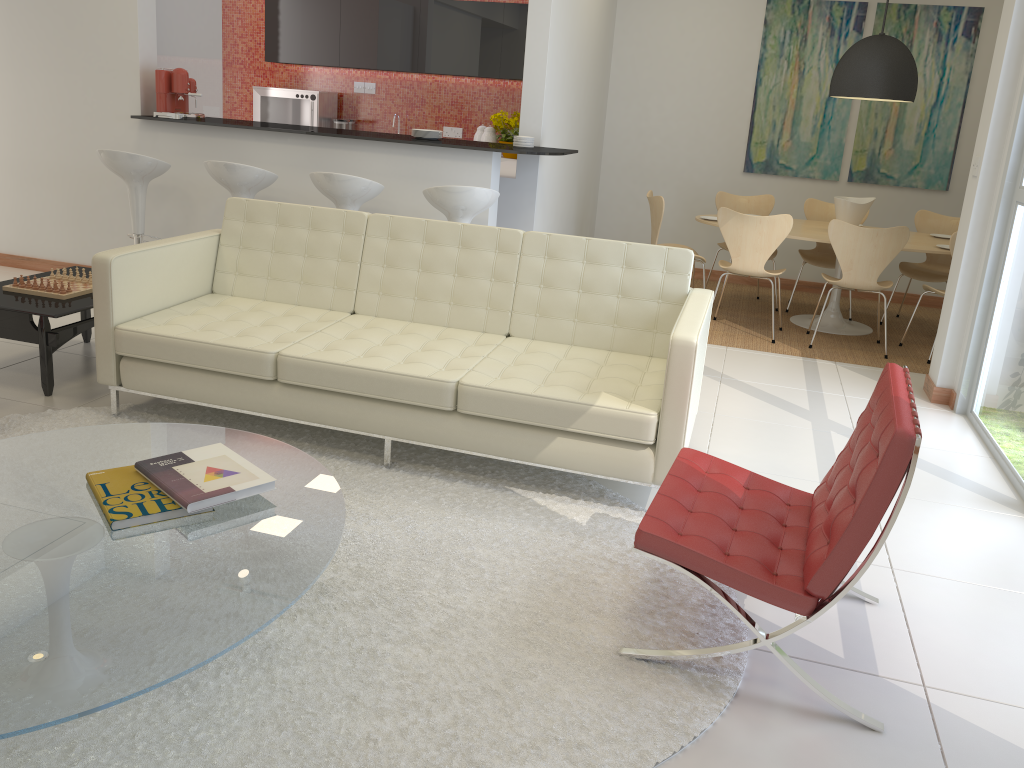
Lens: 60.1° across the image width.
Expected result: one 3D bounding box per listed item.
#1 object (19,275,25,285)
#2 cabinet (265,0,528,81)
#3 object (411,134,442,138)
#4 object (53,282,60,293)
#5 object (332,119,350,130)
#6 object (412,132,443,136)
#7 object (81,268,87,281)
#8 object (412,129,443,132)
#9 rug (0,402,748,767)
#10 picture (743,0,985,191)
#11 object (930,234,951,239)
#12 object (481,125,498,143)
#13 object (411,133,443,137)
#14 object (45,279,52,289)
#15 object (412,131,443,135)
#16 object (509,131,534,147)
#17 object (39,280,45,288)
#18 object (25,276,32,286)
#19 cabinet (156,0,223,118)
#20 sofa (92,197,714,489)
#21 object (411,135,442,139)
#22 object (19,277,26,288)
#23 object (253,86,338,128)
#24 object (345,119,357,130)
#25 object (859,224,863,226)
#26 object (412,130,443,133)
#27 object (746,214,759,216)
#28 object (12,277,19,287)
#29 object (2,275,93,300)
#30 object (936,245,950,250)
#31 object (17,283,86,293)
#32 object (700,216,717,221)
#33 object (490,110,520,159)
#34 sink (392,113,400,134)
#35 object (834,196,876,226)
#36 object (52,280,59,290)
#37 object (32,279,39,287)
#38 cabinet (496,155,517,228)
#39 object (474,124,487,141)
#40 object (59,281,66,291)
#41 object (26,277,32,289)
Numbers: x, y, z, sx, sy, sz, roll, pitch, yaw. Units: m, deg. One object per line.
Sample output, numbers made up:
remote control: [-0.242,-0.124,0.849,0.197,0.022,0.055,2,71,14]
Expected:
object: [-2.432,-0.517,4.391,0.030,0.049,0.030,11,17,21]
cabinet: [-0.820,-3.304,8.439,3.249,0.650,0.356,9,16,14]
object: [-0.575,-1.675,5.993,0.211,0.015,0.213,-6,21,-30]
object: [-2.213,-0.471,4.295,0.030,0.051,0.030,11,17,21]
object: [-1.687,-2.497,8.728,0.173,0.212,0.173,15,19,32]
object: [-0.574,-1.689,5.989,0.211,0.015,0.213,-6,21,-30]
object: [-2.213,-0.567,4.575,0.030,0.063,0.030,11,17,21]
object: [-0.573,-1.709,5.984,0.211,0.015,0.213,-6,21,-30]
rug: [-0.903,0.524,3.008,3.335,0.004,2.475,9,18,15]
picture: [3.000,-2.517,7.685,1.742,1.485,0.020,9,15,14]
object: [3.353,-1.141,6.864,0.210,0.015,0.214,2,18,-7]
object: [-0.214,-2.288,8.323,0.159,0.279,0.162,-2,17,-23]
object: [-0.575,-1.682,5.991,0.211,0.015,0.213,-6,21,-30]
object: [-2.279,-0.493,4.352,0.030,0.049,0.030,11,17,21]
object: [-0.574,-1.695,5.987,0.211,0.015,0.213,-6,21,-30]
object: [0.063,-1.637,5.910,0.173,0.096,0.142,7,17,7]
object: [-2.317,-0.499,4.362,0.030,0.049,0.030,11,17,21]
object: [-2.394,-0.511,4.382,0.030,0.049,0.030,11,17,21]
cabinet: [-3.319,-2.251,7.025,1.640,2.487,1.071,9,16,14]
sofa: [-0.457,-0.230,3.969,2.570,0.909,1.014,9,17,14]
object: [-0.576,-1.669,5.994,0.211,0.015,0.213,-6,21,-30]
object: [-2.405,-0.501,4.344,0.030,0.051,0.030,11,17,21]
object: [-2.177,-2.711,8.872,0.723,0.464,0.441,9,17,14]
object: [-1.662,-2.568,8.956,0.173,0.212,0.173,15,19,32]
object: [2.744,-1.296,7.201,0.211,0.015,0.212,15,21,30]
object: [-0.573,-1.702,5.986,0.211,0.015,0.213,-6,21,-30]
object: [1.954,-1.371,7.246,0.212,0.015,0.212,17,22,35]
object: [-2.443,-0.503,4.355,0.030,0.043,0.030,11,17,21]
object: [-2.273,-0.491,4.459,0.361,0.021,0.365,9,18,14]
object: [3.094,-0.955,6.222,0.210,0.015,0.213,-2,19,-20]
object: [-2.272,-0.501,4.456,0.347,0.001,0.354,9,18,14]
object: [1.565,-1.281,6.873,0.212,0.015,0.212,17,22,35]
object: [0.039,-2.331,8.236,0.523,0.442,0.509,9,17,16]
sink: [-1.162,-2.383,8.691,0.810,0.530,0.422,9,17,14]
object: [2.555,-1.280,6.683,0.262,0.276,0.274,-9,21,-38]
object: [-2.240,-0.487,4.342,0.030,0.049,0.030,11,17,21]
object: [-2.355,-0.505,4.372,0.030,0.049,0.030,11,17,21]
cabinet: [-1.267,-1.559,7.844,3.342,0.970,2.528,9,18,14]
object: [-0.288,-2.347,8.491,0.159,0.279,0.162,-2,17,-23]
object: [-2.202,-0.481,4.332,0.030,0.049,0.030,11,17,21]
object: [-2.366,-0.496,4.334,0.030,0.054,0.030,11,17,21]
